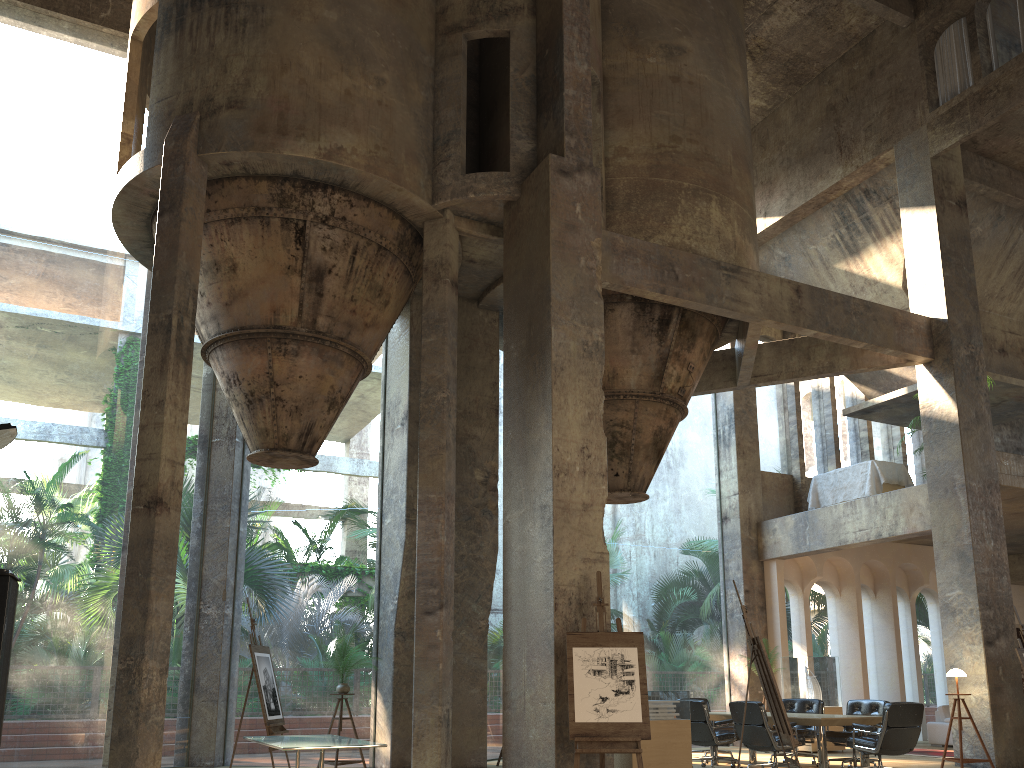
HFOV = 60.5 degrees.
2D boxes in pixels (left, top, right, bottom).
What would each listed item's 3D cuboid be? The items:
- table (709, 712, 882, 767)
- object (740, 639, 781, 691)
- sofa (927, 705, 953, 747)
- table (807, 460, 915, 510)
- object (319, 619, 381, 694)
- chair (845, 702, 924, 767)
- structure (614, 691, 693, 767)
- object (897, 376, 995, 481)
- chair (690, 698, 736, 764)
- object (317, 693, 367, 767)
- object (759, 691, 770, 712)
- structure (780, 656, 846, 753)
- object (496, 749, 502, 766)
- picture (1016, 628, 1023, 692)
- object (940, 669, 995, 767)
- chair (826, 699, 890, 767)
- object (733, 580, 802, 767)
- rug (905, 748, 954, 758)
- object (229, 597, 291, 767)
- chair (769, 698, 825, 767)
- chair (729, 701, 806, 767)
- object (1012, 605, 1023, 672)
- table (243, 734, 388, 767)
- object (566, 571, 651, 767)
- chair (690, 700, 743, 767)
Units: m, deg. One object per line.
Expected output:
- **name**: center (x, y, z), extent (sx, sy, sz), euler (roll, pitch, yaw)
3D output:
- **table**: center (3.523, 4.634, 11.370), extent (1.110, 0.678, 2.477), euler (8, -20, -25)
- **object**: center (4.301, 4.832, 15.162), extent (0.868, 0.911, 0.702), euler (11, -18, -35)
- **sofa**: center (9.272, 6.104, 15.683), extent (2.943, 0.700, 2.121), euler (9, -20, -25)
- **table**: center (6.135, 1.900, 15.554), extent (1.121, 0.777, 1.798), euler (8, -20, -25)
- **object**: center (-2.055, 3.459, 11.164), extent (0.859, 0.912, 0.710), euler (2, -15, -6)
- **chair**: center (4.209, 4.076, 10.024), extent (0.735, 0.865, 0.841), euler (9, -18, -29)
- **structure**: center (1.353, 3.732, 9.208), extent (0.740, 0.984, 0.762), euler (7, -16, -26)
- **object**: center (6.931, 0.821, 13.911), extent (1.361, 1.754, 1.441), euler (5, -16, -20)
- **chair**: center (2.859, 4.993, 12.695), extent (0.736, 0.865, 0.840), euler (9, -18, -31)
- **object**: center (-2.057, 4.381, 11.031), extent (0.576, 0.943, 0.673), euler (9, -17, -31)
- **object**: center (4.334, 5.716, 14.917), extent (0.663, 0.943, 0.585), euler (-7, -16, 27)
- **structure**: center (5.016, 5.342, 14.681), extent (0.748, 1.501, 0.608), euler (7, -15, -26)
- **object**: center (0.155, 4.784, 12.203), extent (0.659, 0.943, 0.588), euler (-2, -14, 9)
- **picture**: center (11.322, 6.205, 19.129), extent (1.512, 1.719, 0.071), euler (8, -14, -26)
- **object**: center (5.777, 4.377, 11.476), extent (0.662, 1.258, 0.584), euler (7, -15, -26)
- **chair**: center (4.392, 4.503, 11.267), extent (0.829, 0.866, 0.746), euler (10, -18, -32)
- **object**: center (2.472, 2.996, 8.660), extent (0.685, 2.082, 0.722), euler (-1, -13, 5)
- **rug**: center (6.975, 5.824, 13.812), extent (1.352, 0.009, 2.531), euler (9, -21, -25)
- **object**: center (-2.953, 3.586, 10.377), extent (0.685, 2.082, 0.722), euler (-1, -13, 2)
- **chair**: center (3.912, 4.802, 12.138), extent (0.738, 0.865, 0.838), euler (-11, -19, 36)
- **chair**: center (3.113, 4.248, 10.527), extent (0.824, 0.866, 0.750), euler (5, -16, -19)
- **object**: center (6.806, 3.901, 11.294), extent (0.706, 2.082, 0.700), euler (7, -14, -27)
- **table**: center (-1.959, 3.716, 8.469), extent (0.946, 0.529, 1.923), euler (8, -20, -25)
- **object**: center (0.830, 2.679, 7.738), extent (0.702, 2.082, 0.704), euler (0, -13, -1)
- **chair**: center (2.613, 4.584, 11.504), extent (0.826, 0.866, 0.749), euler (7, -17, -25)
